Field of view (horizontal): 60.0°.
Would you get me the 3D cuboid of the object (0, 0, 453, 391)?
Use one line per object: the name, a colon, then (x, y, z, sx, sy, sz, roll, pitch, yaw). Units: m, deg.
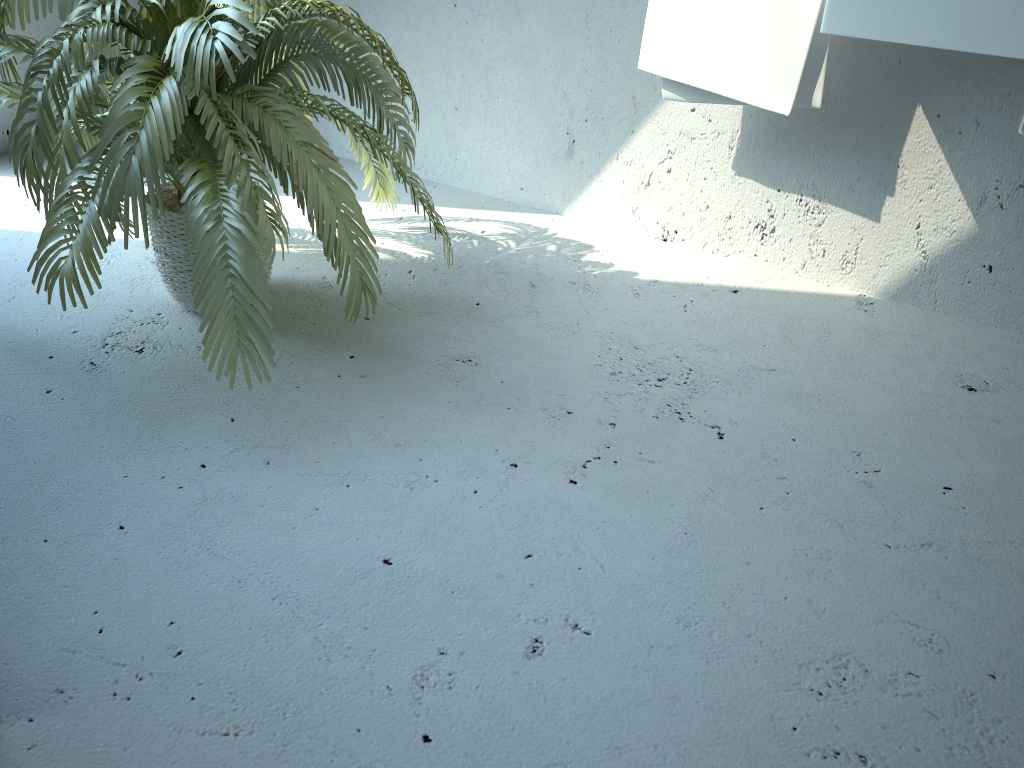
object: (-0.705, -0.583, 1.970, 1.132, 0.893, 1.112, 7, 33, 9)

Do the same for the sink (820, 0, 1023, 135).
sink: (1.057, -0.728, 1.673, 0.800, 0.526, 0.429, 21, 37, 28)

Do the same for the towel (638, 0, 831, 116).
towel: (0.511, -0.835, 2.031, 0.455, 0.429, 0.063, 21, 37, 28)
